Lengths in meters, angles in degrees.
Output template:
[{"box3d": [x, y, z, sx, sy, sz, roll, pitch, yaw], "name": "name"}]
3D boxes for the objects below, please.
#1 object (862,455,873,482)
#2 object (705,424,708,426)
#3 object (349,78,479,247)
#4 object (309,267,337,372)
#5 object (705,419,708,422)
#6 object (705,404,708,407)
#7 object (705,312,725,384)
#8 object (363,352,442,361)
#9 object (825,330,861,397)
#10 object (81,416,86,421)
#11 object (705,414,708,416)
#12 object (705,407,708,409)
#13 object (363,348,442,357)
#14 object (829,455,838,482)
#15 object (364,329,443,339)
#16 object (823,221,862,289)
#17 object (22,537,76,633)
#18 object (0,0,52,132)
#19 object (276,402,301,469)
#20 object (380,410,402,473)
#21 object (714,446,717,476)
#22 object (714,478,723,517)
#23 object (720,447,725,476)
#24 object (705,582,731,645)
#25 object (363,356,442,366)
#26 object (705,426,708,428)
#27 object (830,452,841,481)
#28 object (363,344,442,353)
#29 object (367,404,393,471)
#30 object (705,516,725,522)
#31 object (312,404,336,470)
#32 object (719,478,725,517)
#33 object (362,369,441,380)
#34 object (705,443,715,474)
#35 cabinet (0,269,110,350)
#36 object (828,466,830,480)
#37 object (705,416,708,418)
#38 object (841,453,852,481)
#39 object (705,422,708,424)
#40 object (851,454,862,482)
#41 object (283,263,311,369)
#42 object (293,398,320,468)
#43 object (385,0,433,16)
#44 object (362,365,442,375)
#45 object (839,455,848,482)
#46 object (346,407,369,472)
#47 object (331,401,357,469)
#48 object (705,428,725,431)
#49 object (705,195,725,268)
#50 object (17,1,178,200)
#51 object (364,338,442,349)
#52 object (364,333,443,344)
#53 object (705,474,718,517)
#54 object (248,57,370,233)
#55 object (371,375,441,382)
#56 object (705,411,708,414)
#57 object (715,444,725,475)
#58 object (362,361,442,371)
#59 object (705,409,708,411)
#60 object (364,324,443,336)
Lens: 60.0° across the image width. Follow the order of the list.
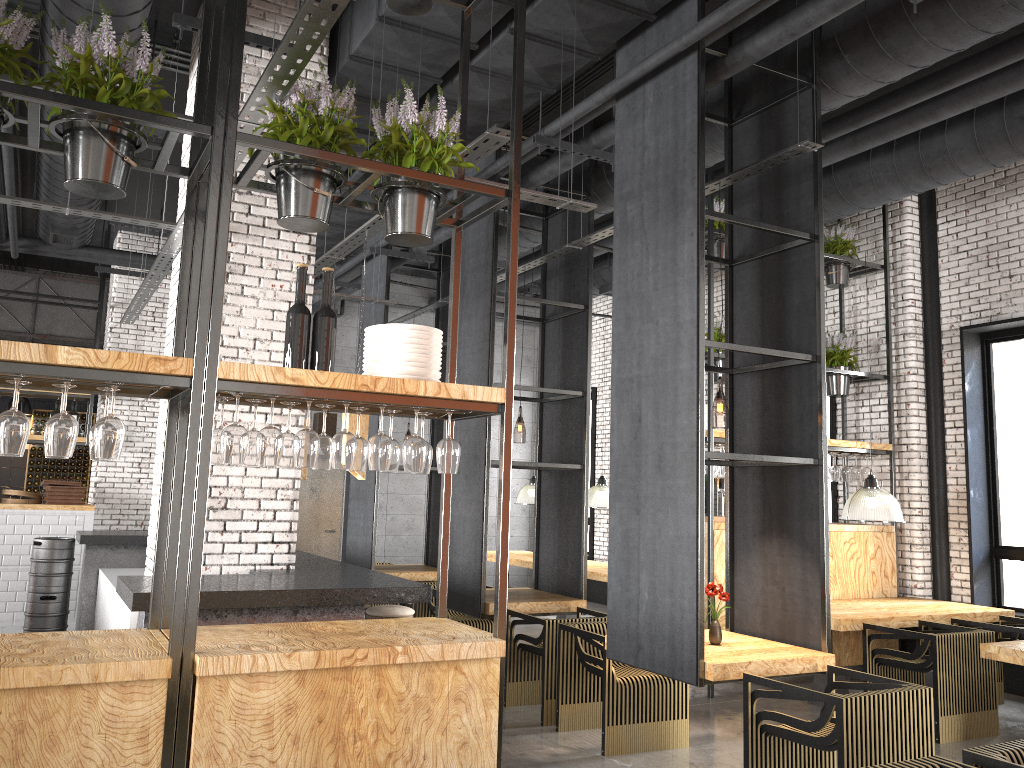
[{"box3d": [3.487, 0.829, 8.706, 0.101, 0.268, 0.100, 1, -8, 3], "name": "object"}, {"box3d": [1.823, 0.389, 8.034, 0.334, 0.037, 0.334, -2, -8, 28], "name": "object"}, {"box3d": [-0.433, -0.898, 3.881, 0.467, 0.560, 0.415, 7, -9, -34], "name": "object"}, {"box3d": [-0.769, -0.244, 3.638, 0.098, 0.472, 0.098, -2, -9, 24], "name": "object"}, {"box3d": [1.824, 0.350, 8.040, 0.334, 0.039, 0.334, -2, -8, 28], "name": "object"}, {"box3d": [1.828, 0.219, 8.059, 0.334, 0.039, 0.334, -3, -9, 35], "name": "object"}, {"box3d": [1.949, -0.285, 8.186, 0.467, 0.560, 0.415, -2, -9, 27], "name": "object"}, {"box3d": [-0.467, -0.098, 3.783, 0.334, 0.040, 0.334, 3, -7, -6], "name": "object"}, {"box3d": [3.254, -0.156, 8.880, 0.416, 0.560, 0.466, 3, -8, -9], "name": "object"}, {"box3d": [-6.806, 0.542, 14.099, 0.079, 0.079, 0.283, 6, -8, -28], "name": "object"}, {"box3d": [1.825, 0.296, 8.047, 0.334, 0.043, 0.334, 9, -10, -44], "name": "object"}, {"box3d": [1.827, 0.238, 8.055, 0.334, 0.039, 0.334, -3, -9, 37], "name": "object"}, {"box3d": [-0.467, -0.113, 3.786, 0.334, 0.039, 0.334, 5, -8, -20], "name": "object"}, {"box3d": [3.221, 0.843, 8.887, 0.101, 0.268, 0.100, 1, -8, 3], "name": "object"}, {"box3d": [-0.464, -0.190, 3.797, 0.334, 0.039, 0.334, -3, -9, 37], "name": "object"}, {"box3d": [3.311, -1.267, 9.029, 0.416, 0.560, 0.466, 4, -8, -18], "name": "object"}, {"box3d": [-4.538, 2.038, 8.695, 0.399, 1.038, 0.396, 1, -8, 7], "name": "object"}, {"box3d": [-1.925, -1.041, 3.129, 0.467, 0.560, 0.415, 0, -8, 11], "name": "object"}, {"box3d": [-0.915, 0.210, 3.623, 0.101, 0.268, 0.100, -2, -9, 25], "name": "object"}, {"box3d": [-0.526, 0.248, 3.829, 0.101, 0.268, 0.100, -2, -9, 25], "name": "object"}, {"box3d": [1.841, 0.707, 8.155, 0.101, 0.268, 0.100, 1, -8, 8], "name": "object"}, {"box3d": [1.818, 1.024, 7.891, 0.070, 0.369, 0.107, 6, -9, -29], "name": "object"}, {"box3d": [1.971, 0.719, 8.224, 0.101, 0.268, 0.100, 1, -8, 8], "name": "object"}, {"box3d": [1.236, 1.379, 5.338, 0.156, 0.356, 0.170, -1, -9, 20], "name": "object"}, {"box3d": [-0.468, -0.078, 3.781, 0.334, 0.039, 0.334, -2, -8, 28], "name": "object"}, {"box3d": [1.822, 0.408, 8.032, 0.334, 0.046, 0.334, -5, -10, 42], "name": "object"}, {"box3d": [3.098, 0.791, 8.500, 0.101, 0.268, 0.100, 1, -8, 3], "name": "object"}, {"box3d": [-0.466, -0.133, 3.788, 0.334, 0.043, 0.334, 9, -10, -44], "name": "object"}, {"box3d": [-0.519, 0.208, 3.510, 0.101, 0.268, 0.100, -2, -9, 25], "name": "object"}, {"box3d": [1.772, 1.210, 7.960, 0.411, 0.050, 0.410, 6, -8, -29], "name": "object"}, {"box3d": [-0.785, 0.222, 3.691, 0.101, 0.268, 0.100, -2, -9, 25], "name": "object"}, {"box3d": [1.875, 1.030, 7.923, 0.070, 0.369, 0.107, 6, -9, -29], "name": "object"}, {"box3d": [-0.470, -0.021, 3.773, 0.334, 0.046, 0.334, -5, -10, 42], "name": "object"}, {"box3d": [1.726, 0.655, 7.772, 0.101, 0.268, 0.100, 1, -8, 8], "name": "object"}, {"box3d": [-8.948, -0.901, 12.432, 5.858, 1.773, 0.681, 6, -9, -28], "name": "cabinet"}, {"box3d": [2.968, 0.778, 8.431, 0.101, 0.268, 0.100, 1, -8, 8], "name": "object"}, {"box3d": [1.825, 0.315, 8.044, 0.334, 0.039, 0.334, 5, -8, -20], "name": "object"}, {"box3d": [3.228, 0.803, 8.568, 0.101, 0.268, 0.100, 1, -8, 3], "name": "object"}, {"box3d": [1.823, 0.369, 8.036, 0.334, 0.040, 0.334, -2, -8, 25], "name": "object"}, {"box3d": [3.357, 0.816, 8.637, 0.101, 0.268, 0.100, 1, -8, 3], "name": "object"}, {"box3d": [-0.864, -0.253, 3.588, 0.098, 0.472, 0.098, -2, -9, 24], "name": "object"}, {"box3d": [-0.779, 0.183, 3.373, 0.101, 0.268, 0.100, -2, -9, 25], "name": "object"}, {"box3d": [-0.465, -2.009, 4.074, 0.416, 0.560, 0.466, 2, -8, -4], "name": "object"}, {"box3d": [-0.468, -0.039, 3.775, 0.334, 0.037, 0.334, -2, -8, 28], "name": "object"}, {"box3d": [3.351, 0.856, 8.956, 0.101, 0.268, 0.100, 1, -8, 3], "name": "object"}, {"box3d": [-0.655, 0.235, 3.760, 0.101, 0.268, 0.100, -2, -9, 25], "name": "object"}, {"box3d": [-0.649, 0.196, 3.442, 0.101, 0.268, 0.100, -2, -9, 25], "name": "object"}, {"box3d": [1.822, 0.428, 8.028, 0.335, 0.033, 0.334, 1, -7, 10], "name": "object"}, {"box3d": [1.957, -1.392, 8.379, 0.416, 0.560, 0.466, -4, -10, 36], "name": "object"}, {"box3d": [-1.556, -1.000, 3.357, 0.416, 0.560, 0.466, -3, -9, 29], "name": "object"}, {"box3d": [-0.466, -0.152, 3.792, 0.334, 0.041, 0.334, -2, -8, 31], "name": "object"}, {"box3d": [-0.465, -0.171, 3.795, 0.334, 0.044, 0.334, -3, -8, 32], "name": "object"}, {"box3d": [1.737, 0.922, 7.845, 0.106, 0.555, 0.156, 6, -9, -29], "name": "object"}, {"box3d": [-0.858, -0.933, 3.714, 0.467, 0.560, 0.415, 5, -8, -20], "name": "object"}, {"box3d": [-0.470, 0.000, 3.770, 0.334, 0.033, 0.334, 4, -8, -20], "name": "object"}, {"box3d": [1.826, 0.277, 8.050, 0.334, 0.041, 0.334, -2, -8, 31], "name": "object"}, {"box3d": [1.848, 0.667, 7.837, 0.101, 0.268, 0.100, 1, -8, 8], "name": "object"}, {"box3d": [-0.469, -0.059, 3.777, 0.334, 0.040, 0.334, -2, -8, 25], "name": "object"}, {"box3d": [1.826, 0.257, 8.053, 0.334, 0.044, 0.334, -3, -8, 32], "name": "object"}, {"box3d": [-0.464, -0.209, 3.800, 0.334, 0.039, 0.334, -3, -9, 35], "name": "object"}]
